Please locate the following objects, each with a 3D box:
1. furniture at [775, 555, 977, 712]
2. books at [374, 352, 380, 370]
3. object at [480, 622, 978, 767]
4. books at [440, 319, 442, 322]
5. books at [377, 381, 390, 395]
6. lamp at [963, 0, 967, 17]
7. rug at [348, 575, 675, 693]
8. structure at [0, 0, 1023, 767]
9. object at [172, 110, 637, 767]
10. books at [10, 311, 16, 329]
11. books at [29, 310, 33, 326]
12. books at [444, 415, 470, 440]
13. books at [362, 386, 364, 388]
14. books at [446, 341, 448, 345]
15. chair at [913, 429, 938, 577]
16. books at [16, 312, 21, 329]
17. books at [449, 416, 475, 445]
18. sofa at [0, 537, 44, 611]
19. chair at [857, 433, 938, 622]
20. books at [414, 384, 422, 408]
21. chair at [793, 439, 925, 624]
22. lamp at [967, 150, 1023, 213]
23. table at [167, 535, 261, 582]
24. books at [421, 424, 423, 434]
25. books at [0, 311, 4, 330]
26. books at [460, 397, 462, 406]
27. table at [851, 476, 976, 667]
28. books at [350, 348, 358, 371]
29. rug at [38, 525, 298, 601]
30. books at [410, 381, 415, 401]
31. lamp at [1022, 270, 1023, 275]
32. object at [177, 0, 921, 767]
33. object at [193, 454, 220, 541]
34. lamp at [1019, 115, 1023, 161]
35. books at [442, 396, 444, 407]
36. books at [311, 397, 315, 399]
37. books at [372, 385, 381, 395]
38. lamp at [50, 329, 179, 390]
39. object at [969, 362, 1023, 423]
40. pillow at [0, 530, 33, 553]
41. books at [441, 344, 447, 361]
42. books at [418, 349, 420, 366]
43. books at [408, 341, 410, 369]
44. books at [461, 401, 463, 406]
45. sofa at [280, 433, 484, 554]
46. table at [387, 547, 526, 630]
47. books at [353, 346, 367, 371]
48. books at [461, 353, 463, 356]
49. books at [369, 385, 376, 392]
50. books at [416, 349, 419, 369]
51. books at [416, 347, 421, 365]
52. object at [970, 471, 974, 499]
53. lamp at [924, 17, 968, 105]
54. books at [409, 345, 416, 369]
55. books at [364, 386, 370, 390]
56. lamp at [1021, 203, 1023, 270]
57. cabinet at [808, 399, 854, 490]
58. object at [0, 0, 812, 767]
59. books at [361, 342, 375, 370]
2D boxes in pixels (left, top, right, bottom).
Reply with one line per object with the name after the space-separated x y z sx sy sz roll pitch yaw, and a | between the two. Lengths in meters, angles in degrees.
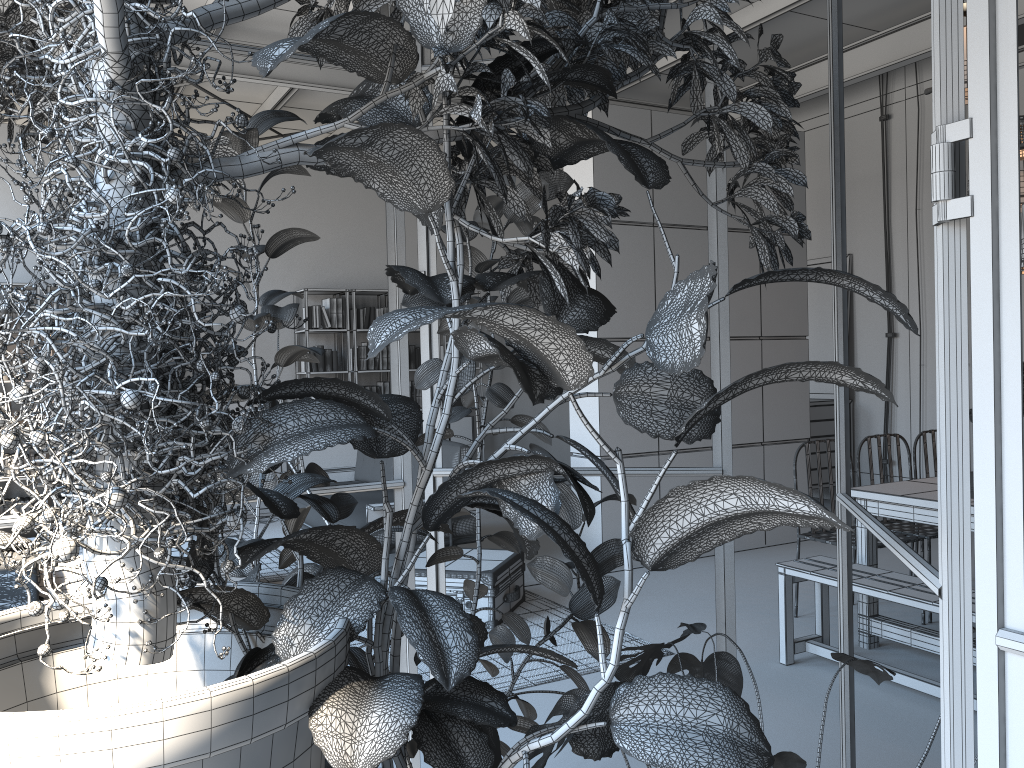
1.689 1.087 3.732 0.300 0.478 1.260 -2 1 -29 | furniture
-1.461 -0.273 9.401 0.084 0.267 0.193 -2 1 -28 | books
0.444 0.921 1.501 1.125 1.001 0.920 -2 1 -31 | object
-0.783 -0.746 9.738 0.048 0.299 0.243 -2 1 -29 | books
-1.383 0.124 9.513 0.071 0.303 0.222 -2 1 -29 | books
2.245 -2.094 4.369 0.202 0.564 0.253 -1 1 10 | lamp
-0.656 1.362 5.021 1.961 0.007 2.524 -2 1 -29 | rug
-0.430 -0.239 0.976 2.994 3.454 2.452 -2 1 -29 | structure
-0.178 0.335 2.024 1.253 2.183 1.309 -2 1 -18 | object
-4.397 -0.546 7.821 0.040 0.174 0.240 -2 1 -29 | books
-4.266 -0.556 7.877 0.047 0.182 0.270 -2 1 -29 | books
-0.607 0.518 9.828 0.333 0.322 0.037 -2 1 -29 | books
-1.618 0.154 9.370 0.062 0.265 0.193 -2 1 -29 | books
-0.675 -0.325 9.768 0.071 0.304 0.224 -2 1 -29 | books
2.765 0.769 5.324 0.474 0.975 0.488 -2 1 -29 | chair
-4.362 -0.549 7.840 0.040 0.174 0.240 -2 1 -29 | books
-0.549 0.521 9.703 0.303 0.326 0.033 -2 1 -29 | books
-3.640 1.061 5.566 1.206 0.734 3.193 -2 1 -29 | sofa
2.330 0.786 5.087 0.474 0.975 0.488 -2 1 -29 | chair
-1.049 0.132 9.672 0.091 0.265 0.193 -2 1 -29 | books
1.883 0.803 4.843 0.474 0.975 0.488 -2 1 -29 | chair
2.685 -1.674 4.820 0.470 1.447 0.415 -1 1 32 | lamp
-2.021 1.228 5.737 0.667 0.330 0.706 -2 1 -29 | table
-1.004 0.548 9.604 0.027 0.278 0.202 -2 1 -29 | books
-4.485 -0.546 7.757 0.089 0.183 0.269 -2 1 -27 | books
-0.596 0.165 9.870 0.012 0.177 0.134 -2 1 -29 | books
2.748 0.903 4.310 1.784 0.819 1.239 -2 1 -29 | table
-1.668 -0.255 9.267 0.057 0.244 0.178 -2 1 -29 | books
-2.841 1.377 6.876 1.961 0.007 2.524 -2 1 -29 | rug
-1.121 0.113 9.672 0.038 0.303 0.222 -2 1 -29 | books
3.013 -1.512 5.033 0.323 1.798 0.404 -1 1 30 | lamp
-0.047 0.337 1.381 1.270 2.157 0.868 -1 1 2 | object
-2.031 0.717 5.740 0.443 0.709 0.194 -1 1 12 | object
2.438 -1.728 4.348 0.301 1.306 0.359 -2 2 -36 | lamp
-0.806 0.133 9.807 0.043 0.245 0.170 -2 1 -29 | books
-2.011 0.185 9.097 0.053 0.229 0.162 -2 1 -31 | books
-1.448 0.148 9.479 0.084 0.267 0.193 -2 1 -30 | books
-3.279 0.295 7.831 1.284 2.144 1.194 -2 1 -16 | lamp
2.806 0.159 4.577 0.697 0.654 0.782 -2 1 -26 | object
-3.546 1.075 6.034 0.375 0.177 0.407 -1 1 21 | pillow
-0.739 -0.300 9.731 0.084 0.268 0.195 -2 1 -28 | books
-1.040 -0.269 9.669 0.022 0.227 0.165 -2 1 -29 | books
-1.165 -0.306 9.587 0.038 0.304 0.224 -2 1 -29 | books
-0.586 0.164 9.876 0.012 0.177 0.134 -2 1 -29 | books
-1.081 0.854 6.700 0.952 0.948 2.347 -2 1 -29 | sofa
-0.297 1.195 5.230 0.706 0.330 0.667 -1 1 16 | table
-1.595 -0.269 9.304 0.091 0.265 0.193 -2 1 -29 | books
-0.604 -0.307 9.829 0.091 0.266 0.195 -2 1 -29 | books
-1.501 0.150 9.426 0.062 0.265 0.193 -2 1 -29 | books
-1.059 -0.269 9.657 0.022 0.227 0.165 -2 1 -29 | books
-1.013 -0.280 9.707 0.057 0.244 0.180 -2 1 -29 | books
2.150 0.508 4.096 0.260 0.211 0.236 -2 1 -11 | object
2.397 -1.951 4.670 0.392 0.870 0.346 -1 1 32 | lamp
-1.120 -0.287 9.651 0.091 0.266 0.195 -2 1 -29 | books
-1.564 0.152 9.405 0.062 0.265 0.193 -2 1 -29 | books
2.423 -1.449 3.952 0.352 1.845 0.312 -2 1 -3 | lamp
2.859 0.672 8.863 0.668 1.026 0.796 -2 1 -29 | cabinet
-0.519 -0.631 1.418 2.486 4.154 2.243 -1 2 33 | object
-1.526 -0.293 9.364 0.071 0.303 0.222 -2 1 -29 | books
